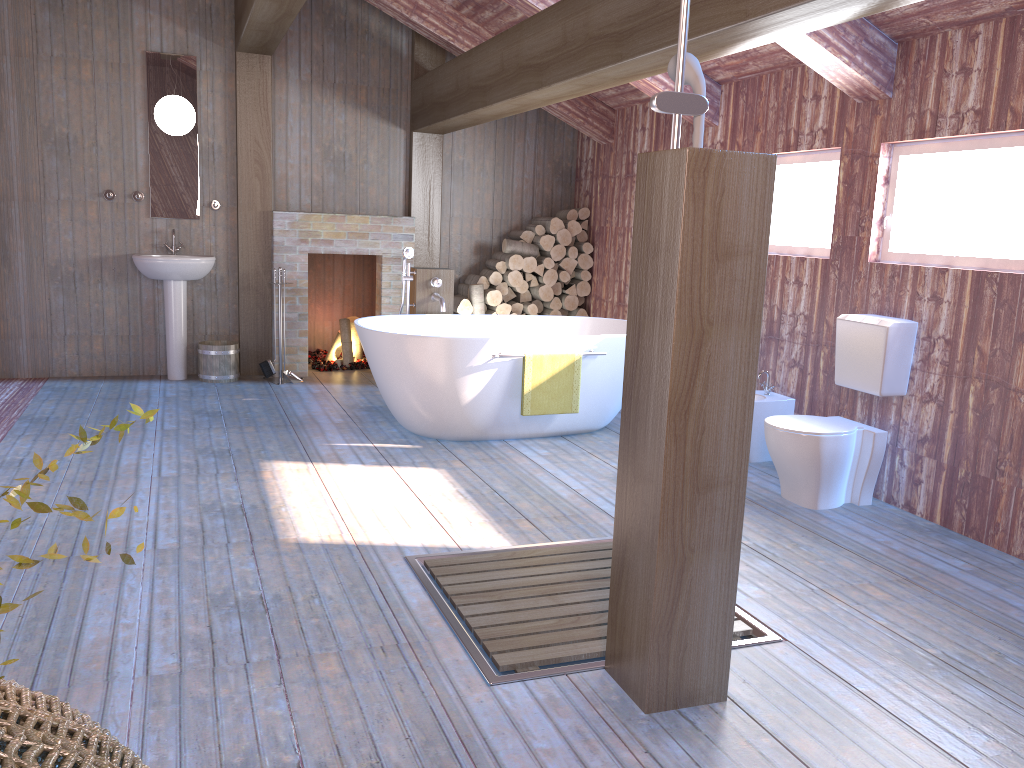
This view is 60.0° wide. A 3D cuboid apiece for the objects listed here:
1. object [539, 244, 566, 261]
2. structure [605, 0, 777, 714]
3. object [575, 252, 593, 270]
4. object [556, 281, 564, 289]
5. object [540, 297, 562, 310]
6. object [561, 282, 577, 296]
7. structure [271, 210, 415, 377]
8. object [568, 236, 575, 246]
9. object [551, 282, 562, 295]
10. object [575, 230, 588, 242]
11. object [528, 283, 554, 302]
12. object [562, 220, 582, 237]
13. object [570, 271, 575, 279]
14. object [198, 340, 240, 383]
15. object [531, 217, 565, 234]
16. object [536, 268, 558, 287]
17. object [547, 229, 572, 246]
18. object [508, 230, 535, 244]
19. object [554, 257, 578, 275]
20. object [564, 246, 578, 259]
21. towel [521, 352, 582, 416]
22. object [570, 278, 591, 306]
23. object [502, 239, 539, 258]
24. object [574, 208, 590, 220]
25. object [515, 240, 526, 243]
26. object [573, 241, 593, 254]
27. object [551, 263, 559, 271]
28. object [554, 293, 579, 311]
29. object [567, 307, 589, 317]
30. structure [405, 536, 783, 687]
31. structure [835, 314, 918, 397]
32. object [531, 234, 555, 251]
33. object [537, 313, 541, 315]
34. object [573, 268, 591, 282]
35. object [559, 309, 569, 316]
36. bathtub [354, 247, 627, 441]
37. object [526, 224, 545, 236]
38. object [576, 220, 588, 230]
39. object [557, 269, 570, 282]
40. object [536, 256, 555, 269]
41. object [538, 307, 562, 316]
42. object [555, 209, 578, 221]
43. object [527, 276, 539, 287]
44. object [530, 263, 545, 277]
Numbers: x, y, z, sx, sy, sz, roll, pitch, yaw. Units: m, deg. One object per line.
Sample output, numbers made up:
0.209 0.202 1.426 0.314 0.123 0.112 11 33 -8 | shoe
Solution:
0.311 -1.128 7.606 0.143 0.151 0.440 -1 11 -20 | object
0.482 -0.229 2.443 0.328 2.209 0.522 2 10 0 | structure
0.550 -1.079 7.709 0.147 0.152 0.439 -1 11 -20 | object
0.384 -0.864 7.671 0.065 0.069 0.177 -2 11 -21 | object
0.317 -0.709 7.663 0.114 0.113 0.301 -2 11 -23 | object
0.432 -0.841 7.707 0.115 0.112 0.423 -1 11 -20 | object
-1.379 -0.716 7.238 1.130 1.330 0.226 -1 11 -21 | structure
0.431 -1.245 7.738 0.132 0.119 0.319 -1 11 -19 | object
0.319 -0.837 7.650 0.111 0.118 0.302 -2 11 -21 | object
0.557 -1.291 7.706 0.107 0.115 0.269 -1 11 -19 | object
0.204 -0.800 7.629 0.141 0.143 0.437 -2 11 -22 | object
0.451 -1.345 7.638 0.133 0.142 0.456 -1 11 -19 | object
0.481 -0.968 7.749 0.088 0.092 0.280 -1 11 -19 | object
-2.259 -0.173 6.835 0.309 0.290 0.308 1 10 -10 | object
0.303 -1.356 7.578 0.135 0.139 0.456 -1 11 -19 | object
0.249 -0.924 7.622 0.136 0.157 0.439 -1 11 -20 | object
0.354 -1.263 7.596 0.141 0.143 0.437 -2 11 -22 | object
0.079 -1.256 7.598 0.140 0.121 0.319 -1 11 -19 | object
0.397 -1.034 7.688 0.172 0.151 0.482 -1 11 -19 | object
0.443 -1.144 7.650 0.089 0.106 0.437 -1 11 -19 | object
0.229 -0.001 5.117 0.370 0.361 0.032 -2 11 -24 | towel
0.534 -0.800 7.764 0.137 0.256 0.439 -1 11 -20 | object
0.070 -1.130 7.403 0.302 0.157 0.121 -1 11 -19 | object
0.568 -1.470 7.676 0.112 0.113 0.271 -1 11 -20 | object
0.026 -1.171 7.593 0.113 0.130 0.291 -1 11 -19 | object
0.568 -1.190 7.690 0.102 0.109 0.438 -1 11 -20 | object
0.309 -1.001 7.606 0.095 0.090 0.278 -1 11 -19 | object
0.424 -0.727 7.735 0.137 0.133 0.437 -2 11 -22 | object
0.512 -0.619 7.804 0.139 0.137 0.455 -2 11 -22 | object
0.228 0.769 3.133 1.000 0.067 1.000 -1 11 -21 | structure
1.758 -0.147 4.328 0.182 0.363 0.358 -1 11 -20 | structure
0.217 -1.217 7.572 0.139 0.148 0.458 -1 11 -20 | object
0.218 -0.551 7.681 0.115 0.112 0.423 -1 11 -20 | object
0.554 -0.962 7.730 0.102 0.109 0.438 -1 11 -20 | object
0.377 -0.629 7.837 0.118 0.106 0.319 -2 11 -23 | object
-0.009 -0.264 5.596 1.935 1.109 1.460 3 10 1 | bathtub
0.200 -1.308 7.517 0.094 0.097 0.227 -1 11 -19 | object
0.563 -1.389 7.706 0.081 0.100 0.281 -1 11 -20 | object
0.371 -0.948 7.662 0.102 0.109 0.438 -1 11 -20 | object
0.235 -1.049 7.588 0.102 0.109 0.438 -1 11 -20 | object
0.316 -0.602 7.679 0.116 0.117 0.289 -2 11 -23 | object
0.468 -1.444 7.641 0.104 0.121 0.270 -1 11 -19 | object
0.147 -0.890 7.594 0.085 0.096 0.280 -1 11 -19 | object
0.149 -0.977 7.569 0.109 0.124 0.424 -2 11 -21 | object
